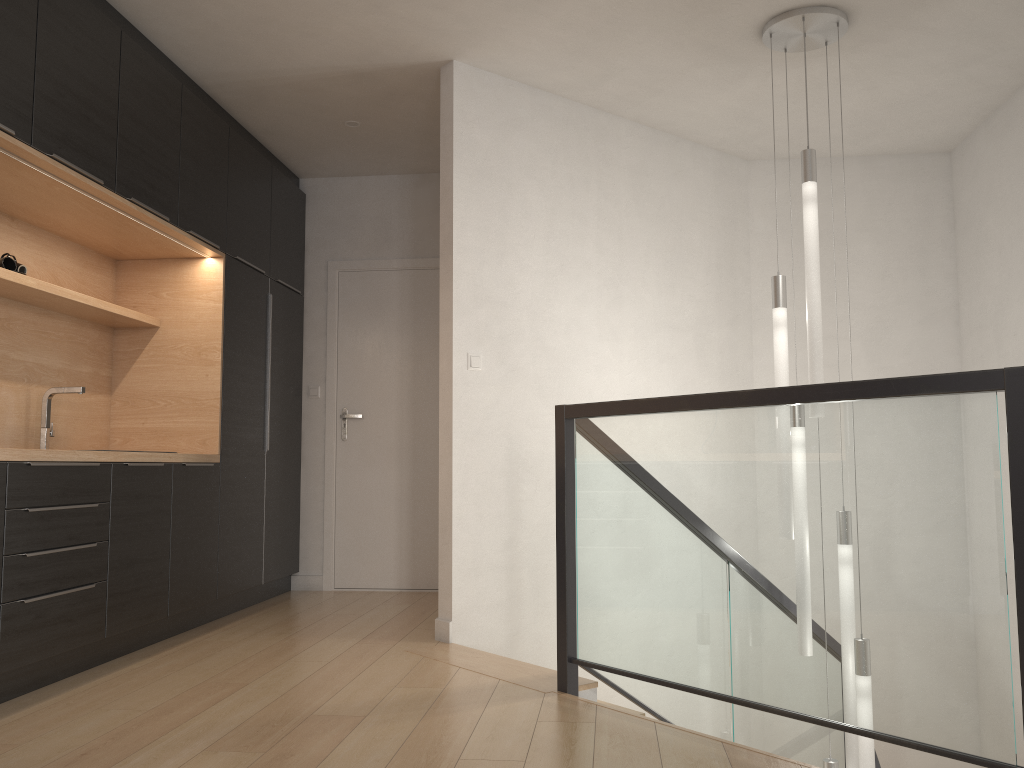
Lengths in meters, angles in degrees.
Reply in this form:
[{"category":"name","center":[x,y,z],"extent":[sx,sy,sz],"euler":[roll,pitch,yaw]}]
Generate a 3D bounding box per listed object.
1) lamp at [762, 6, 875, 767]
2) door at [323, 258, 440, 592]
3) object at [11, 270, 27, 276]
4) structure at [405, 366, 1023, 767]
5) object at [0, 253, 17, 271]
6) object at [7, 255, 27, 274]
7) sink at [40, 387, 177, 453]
[{"category":"lamp","center":[1.288,-0.711,3.815],"extent":[0.359,6.725,0.359],"euler":[-5,-7,43]},{"category":"door","center":[-0.725,0.247,5.691],"extent":[0.974,2.136,0.085],"euler":[-1,-5,6]},{"category":"object","center":[-2.071,-0.442,3.632],"extent":[0.145,0.025,0.145],"euler":[-1,-5,9]},{"category":"structure","center":[1.950,2.224,2.929],"extent":[2.823,4.339,4.190],"euler":[4,-7,-39]},{"category":"object","center":[-2.078,-0.488,3.611],"extent":[0.100,0.093,0.066],"euler":[-2,-6,21]},{"category":"object","center":[-2.063,-0.488,3.673],"extent":[0.100,0.093,0.066],"euler":[-2,-6,16]},{"category":"sink","center":[-1.866,0.271,3.910],"extent":[0.512,0.518,0.626],"euler":[-1,-5,6]}]
